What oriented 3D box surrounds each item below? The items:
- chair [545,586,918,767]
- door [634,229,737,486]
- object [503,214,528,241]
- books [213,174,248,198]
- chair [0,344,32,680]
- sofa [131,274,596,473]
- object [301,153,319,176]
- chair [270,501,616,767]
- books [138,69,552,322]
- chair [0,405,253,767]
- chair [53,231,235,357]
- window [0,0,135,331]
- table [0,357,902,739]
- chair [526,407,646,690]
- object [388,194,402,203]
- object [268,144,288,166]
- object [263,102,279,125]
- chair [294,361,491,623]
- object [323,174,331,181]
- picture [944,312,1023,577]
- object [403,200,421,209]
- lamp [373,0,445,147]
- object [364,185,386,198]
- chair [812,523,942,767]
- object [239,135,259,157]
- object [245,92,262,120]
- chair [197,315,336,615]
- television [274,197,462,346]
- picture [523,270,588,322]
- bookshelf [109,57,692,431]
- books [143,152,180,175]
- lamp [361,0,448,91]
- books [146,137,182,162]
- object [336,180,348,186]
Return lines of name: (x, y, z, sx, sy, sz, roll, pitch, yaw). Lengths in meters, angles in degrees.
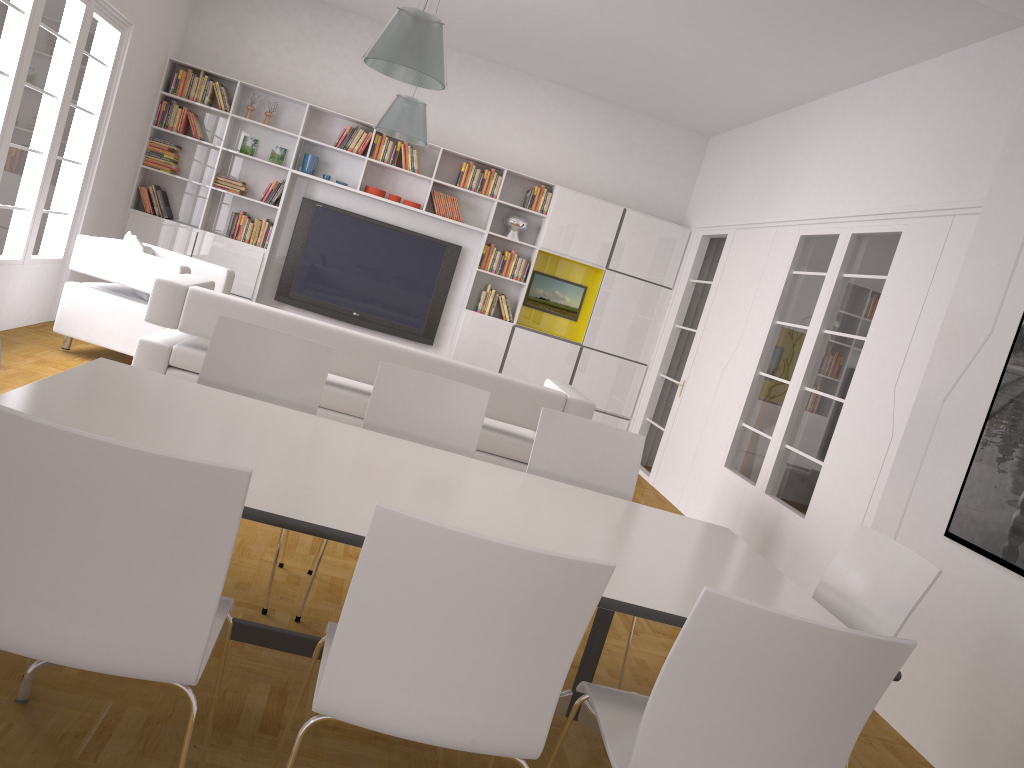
chair: (0.436, 0.867, 2.047, 0.560, 0.929, 0.577, 16, 5, -9)
door: (1.607, -0.294, 8.551, 0.139, 2.450, 1.011, 16, 5, -10)
object: (0.024, -1.593, 9.077, 0.256, 0.239, 0.257, 17, 5, -2)
books: (-2.748, -1.933, 8.676, 0.283, 0.153, 0.208, 16, 6, -9)
chair: (-1.448, 0.236, 2.527, 0.575, 0.929, 0.562, 16, 5, -9)
sofa: (-0.905, 0.099, 5.539, 2.620, 0.847, 0.824, 16, 6, -9)
object: (-1.993, -2.154, 8.728, 0.147, 0.192, 0.148, 15, 6, -20)
chair: (-0.190, 0.687, 1.941, 0.560, 0.929, 0.577, 16, 5, -9)
books: (-1.617, -1.852, 8.822, 3.858, 1.453, 0.236, 16, 5, -9)
chair: (-0.854, 0.495, 1.828, 0.560, 0.929, 0.577, 16, 5, -9)
chair: (-2.735, -0.642, 6.735, 0.801, 0.910, 1.098, 17, 6, 0)
window: (-3.258, -1.499, 5.578, 0.195, 2.523, 3.359, 16, 6, -10)
table: (-0.318, 0.667, 2.715, 2.408, 0.721, 1.214, 16, 6, -9)
chair: (0.246, 0.640, 3.581, 0.560, 0.929, 0.577, 16, 5, -9)
object: (-1.178, -1.853, 8.888, 0.128, 0.072, 0.129, 16, 6, -13)
object: (-2.323, -2.263, 8.793, 0.144, 0.190, 0.052, 16, 5, -9)
object: (-2.405, -2.654, 8.663, 0.179, 0.259, 0.119, 18, 5, 11)
chair: (-0.418, 0.448, 3.468, 0.560, 0.929, 0.577, 16, 5, -9)
object: (-1.834, -2.038, 8.765, 0.078, 0.056, 0.078, 19, 6, 16)
picture: (2.241, -0.110, 3.505, 0.013, 1.777, 0.789, 16, 5, -10)
object: (-1.006, -1.798, 8.899, 0.182, 0.054, 0.183, 16, 6, -13)
lamp: (-0.702, -2.568, 7.027, 0.464, 1.247, 0.466, 16, 5, -10)
object: (-1.369, -1.915, 8.854, 0.210, 0.072, 0.212, 13, 7, -34)
chair: (0.910, 0.908, 2.927, 0.575, 0.929, 0.562, 16, 5, -9)
object: (-2.597, -2.342, 8.746, 0.144, 0.190, 0.052, 16, 5, -9)
object: (-2.513, -2.693, 8.626, 0.120, 0.278, 0.179, 17, 5, -4)
chair: (-1.044, 0.268, 3.361, 0.560, 0.929, 0.577, 16, 5, -9)
television: (-1.459, -1.126, 9.039, 1.658, 1.086, 0.082, 16, 5, -9)
picture: (0.457, -0.928, 9.357, 0.608, 0.387, 0.007, 16, 5, -9)
bookshelf: (-1.064, -1.179, 9.019, 5.360, 2.475, 0.390, 16, 5, -9)
books: (-3.382, -2.116, 8.569, 0.283, 0.153, 0.208, 16, 6, -9)
lamp: (-0.372, -2.191, 4.526, 0.464, 1.247, 0.466, 16, 5, -10)
books: (-3.353, -2.262, 8.554, 0.252, 0.153, 0.208, 16, 6, -9)
object: (-1.689, -1.984, 8.791, 0.123, 0.032, 0.124, 14, 6, -24)
